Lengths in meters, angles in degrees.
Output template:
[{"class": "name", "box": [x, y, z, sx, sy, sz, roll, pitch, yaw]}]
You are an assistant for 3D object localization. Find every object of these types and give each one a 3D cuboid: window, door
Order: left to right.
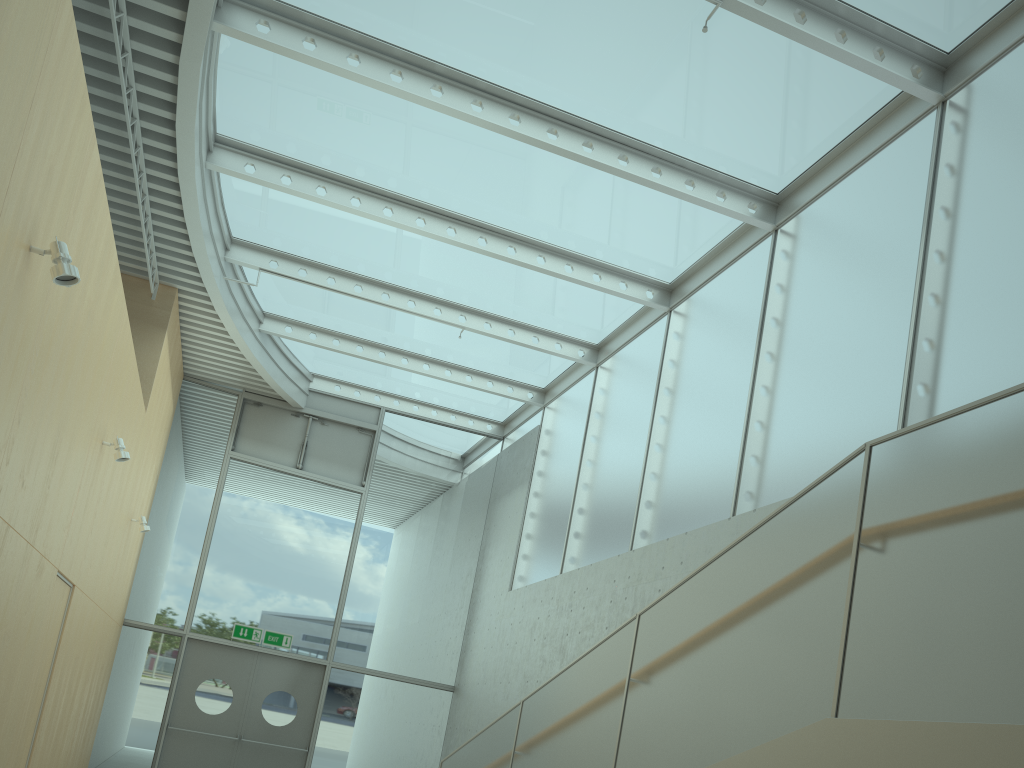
[{"class": "door", "box": [-3.755, 4.756, 11.843, 1.969, 2.012, 0.179, 16, -9, -19]}, {"class": "window", "box": [-2.868, 3.046, 12.310, 4.974, 6.004, 0.112, 16, -9, -19]}, {"class": "window", "box": [-0.701, 0.968, 7.164, 4.886, 5.944, 16.561, 15, -22, -15]}, {"class": "window", "box": [1.577, 0.188, 8.084, 0.031, 2.605, 16.379, 13, -23, -16]}]

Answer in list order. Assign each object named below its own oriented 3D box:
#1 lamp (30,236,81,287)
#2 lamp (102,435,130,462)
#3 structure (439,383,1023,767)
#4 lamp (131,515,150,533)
[{"class": "lamp", "box": [-2.057, -0.563, 3.827, 0.244, 0.187, 0.142, 24, -19, -36]}, {"class": "lamp", "box": [-3.143, 0.511, 6.752, 0.244, 0.187, 0.142, 24, -19, -36]}, {"class": "structure", "box": [2.353, 0.744, 1.940, 1.924, 3.993, 13.197, 14, -22, -15]}, {"class": "lamp", "box": [-4.236, 1.592, 9.697, 0.244, 0.187, 0.142, 24, -19, -36]}]
